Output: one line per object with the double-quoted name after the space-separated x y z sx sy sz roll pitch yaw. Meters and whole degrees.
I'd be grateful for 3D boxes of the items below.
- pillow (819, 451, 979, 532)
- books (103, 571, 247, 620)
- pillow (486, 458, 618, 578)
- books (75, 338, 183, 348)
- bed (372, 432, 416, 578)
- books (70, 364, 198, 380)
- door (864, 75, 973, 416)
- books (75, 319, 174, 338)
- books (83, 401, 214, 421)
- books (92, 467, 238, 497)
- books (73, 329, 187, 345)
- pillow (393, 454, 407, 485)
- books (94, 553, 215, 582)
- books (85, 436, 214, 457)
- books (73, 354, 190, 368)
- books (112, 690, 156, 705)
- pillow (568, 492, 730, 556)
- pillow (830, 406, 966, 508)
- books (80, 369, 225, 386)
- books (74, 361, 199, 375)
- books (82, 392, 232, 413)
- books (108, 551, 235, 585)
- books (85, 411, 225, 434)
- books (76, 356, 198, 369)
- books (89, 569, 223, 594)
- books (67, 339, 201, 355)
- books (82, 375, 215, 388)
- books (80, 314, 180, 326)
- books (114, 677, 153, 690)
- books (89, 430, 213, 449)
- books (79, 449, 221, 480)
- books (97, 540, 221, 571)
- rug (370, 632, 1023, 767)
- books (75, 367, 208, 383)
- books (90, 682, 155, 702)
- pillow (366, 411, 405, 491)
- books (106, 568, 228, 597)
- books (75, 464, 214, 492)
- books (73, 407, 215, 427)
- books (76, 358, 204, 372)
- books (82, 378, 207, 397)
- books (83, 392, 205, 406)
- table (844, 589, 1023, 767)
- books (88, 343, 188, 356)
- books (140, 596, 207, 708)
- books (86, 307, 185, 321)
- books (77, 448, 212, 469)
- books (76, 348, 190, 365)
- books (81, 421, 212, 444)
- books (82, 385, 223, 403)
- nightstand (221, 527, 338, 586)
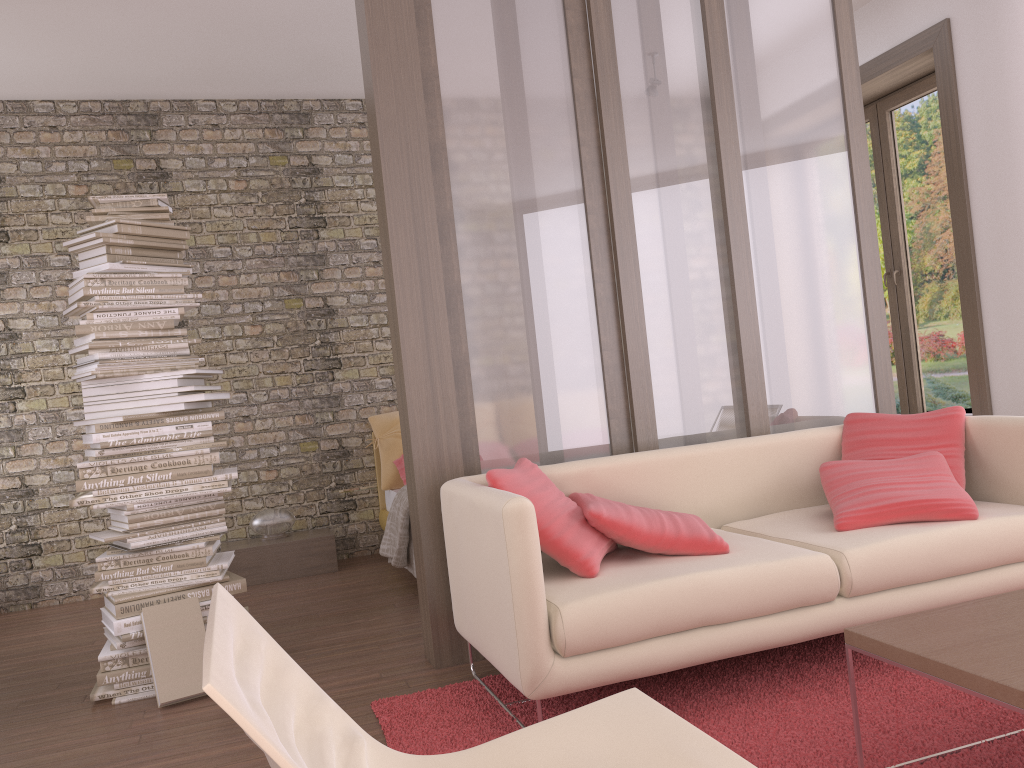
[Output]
1.429 0.402 3.338 0.507 0.224 0.467 -6 0 10 "pillow"
-1.441 0.893 3.791 0.518 0.057 0.341 -6 0 -33 "books"
0.146 0.455 3.112 0.379 0.377 0.498 -6 0 17 "pillow"
-1.652 -0.174 3.823 0.368 0.009 0.262 -6 0 -43 "books"
0.276 0.633 5.449 2.219 0.861 2.360 -6 0 -18 "bed"
-1.629 -0.052 3.833 0.444 0.015 0.279 -6 0 -43 "books"
2.610 -0.813 6.056 0.117 2.221 1.750 -6 0 -18 "door"
-1.668 -0.233 3.835 0.379 0.039 0.297 -6 0 -23 "books"
-1.576 0.115 3.873 0.435 0.030 0.322 -6 0 2 "books"
-1.498 0.425 3.886 0.566 0.025 0.423 -6 0 -18 "books"
-1.652 -0.202 3.836 0.379 0.028 0.297 -6 0 -43 "books"
-0.336 0.539 5.902 0.831 0.264 0.538 -6 0 -17 "pillow"
-1.519 0.768 3.809 0.432 0.038 0.339 -6 0 -13 "books"
-1.583 0.271 3.861 0.469 0.028 0.368 -6 0 -33 "books"
-1.648 -0.099 3.837 0.395 0.007 0.308 -6 0 -43 "books"
-1.373 1.232 3.754 0.542 0.016 0.423 -6 0 -18 "books"
0.475 0.503 3.212 0.467 0.224 0.507 -6 0 -5 "pillow"
1.576 0.303 3.618 0.498 0.377 0.379 -6 0 32 "pillow"
-1.559 -0.029 3.875 0.500 0.018 0.326 -6 0 2 "books"
-1.624 -0.066 3.839 0.432 0.013 0.288 -6 0 -43 "books"
-1.535 0.080 3.869 0.524 0.030 0.317 -6 0 2 "books"
-1.456 0.792 3.836 0.468 0.021 0.350 -6 0 -13 "books"
-1.564 0.169 3.879 0.518 0.038 0.341 -6 0 -33 "books"
-1.624 -0.092 3.845 0.412 0.011 0.308 -6 0 -43 "books"
-1.506 0.821 3.818 0.506 0.023 0.330 -6 0 -13 "books"
-1.630 -0.162 3.839 0.467 0.020 0.283 -6 0 -43 "books"
-1.585 -0.010 3.885 0.443 0.010 0.345 -6 0 2 "books"
-1.652 -0.264 3.849 0.388 0.020 0.287 -6 0 -23 "books"
-1.372 1.179 3.799 0.566 0.025 0.423 -6 0 -18 "books"
-1.564 0.240 3.835 0.442 0.025 0.346 -6 0 -33 "books"
-1.562 0.347 3.880 0.542 0.046 0.421 -6 0 -18 "books"
-1.509 0.727 3.834 0.448 0.038 0.348 -6 0 -13 "books"
1.381 0.933 2.016 2.938 0.016 3.344 -6 0 -18 "rug"
-1.598 -0.040 3.837 0.469 0.015 0.267 -6 0 -43 "books"
-1.430 1.215 3.771 0.612 0.028 0.399 -6 0 -18 "books"
-0.508 0.422 6.238 1.019 0.527 0.355 -6 0 -17 "pillow"
-1.460 0.836 3.799 0.448 0.013 0.350 -6 0 -13 "books"
-1.571 0.395 3.847 0.522 0.046 0.410 -6 0 -18 "books"
-1.601 0.143 3.869 0.364 0.022 0.450 -6 0 32 "books"
-1.610 -0.081 3.844 0.446 0.012 0.291 -6 0 -43 "books"
-1.596 0.016 3.867 0.417 0.036 0.308 -6 0 2 "books"
-1.593 0.063 3.860 0.413 0.013 0.294 -6 0 2 "books"
1.376 0.739 1.933 0.850 0.378 0.850 -6 0 -18 "table"
-1.620 -0.143 3.856 0.388 0.020 0.287 -6 0 -23 "books"
-1.313 1.050 3.497 0.218 0.363 0.246 -6 0 -33 "books"
-1.631 -0.290 3.853 0.379 0.028 0.297 -6 0 -23 "books"
-1.576 0.314 3.850 0.510 0.020 0.399 -6 0 -18 "books"
-1.647 -0.116 3.853 0.379 0.028 0.297 -6 0 -43 "books"
-1.587 0.211 3.847 0.469 0.038 0.364 -6 0 -33 "books"
-1.559 0.042 3.873 0.484 0.020 0.323 -6 0 2 "books"
-1.536 1.141 5.847 0.707 0.240 0.400 -6 0 -18 "nightstand"
